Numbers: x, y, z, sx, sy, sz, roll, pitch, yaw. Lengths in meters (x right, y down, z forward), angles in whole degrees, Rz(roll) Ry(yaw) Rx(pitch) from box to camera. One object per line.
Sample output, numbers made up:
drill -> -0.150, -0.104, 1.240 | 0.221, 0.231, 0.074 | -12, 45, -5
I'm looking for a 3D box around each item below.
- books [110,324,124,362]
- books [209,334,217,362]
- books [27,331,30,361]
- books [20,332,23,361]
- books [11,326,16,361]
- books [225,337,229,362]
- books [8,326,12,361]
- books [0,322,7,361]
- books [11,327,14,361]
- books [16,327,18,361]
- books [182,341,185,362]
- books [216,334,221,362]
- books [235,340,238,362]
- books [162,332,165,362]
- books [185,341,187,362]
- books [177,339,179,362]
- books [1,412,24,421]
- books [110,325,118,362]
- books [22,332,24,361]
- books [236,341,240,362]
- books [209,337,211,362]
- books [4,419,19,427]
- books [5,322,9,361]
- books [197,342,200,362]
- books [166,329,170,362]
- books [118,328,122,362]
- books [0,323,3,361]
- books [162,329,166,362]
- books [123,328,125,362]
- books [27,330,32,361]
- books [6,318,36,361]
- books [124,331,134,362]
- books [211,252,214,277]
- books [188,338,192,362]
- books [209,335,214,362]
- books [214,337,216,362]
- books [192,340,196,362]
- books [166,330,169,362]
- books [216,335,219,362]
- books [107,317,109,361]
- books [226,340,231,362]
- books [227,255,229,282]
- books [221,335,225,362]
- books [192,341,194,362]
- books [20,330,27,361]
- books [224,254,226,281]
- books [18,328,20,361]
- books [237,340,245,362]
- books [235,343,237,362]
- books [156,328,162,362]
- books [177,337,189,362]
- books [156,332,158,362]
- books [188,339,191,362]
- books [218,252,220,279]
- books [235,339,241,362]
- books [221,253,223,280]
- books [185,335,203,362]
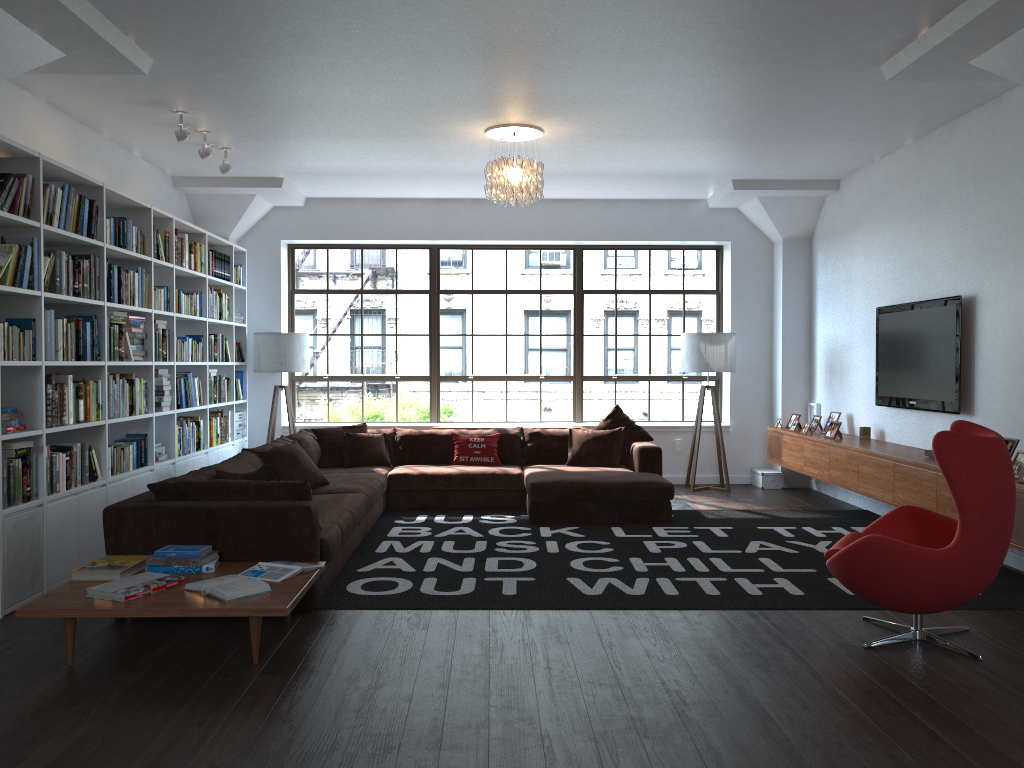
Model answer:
books -> -2.700, -0.277, 5.940 | 0.183, 0.253, 0.042 | 0, 1, -1
books -> -2.747, -0.322, 7.959 | 0.183, 0.253, 0.042 | 0, 1, -1
books -> -2.637, -0.203, 4.740 | 0.106, 0.162, 0.032 | 0, 1, -1
books -> -2.640, -0.197, 4.676 | 0.110, 0.153, 0.019 | 0, 1, -1
books -> -2.654, -0.211, 4.612 | 0.134, 0.184, 0.030 | 0, 1, -1
books -> -2.752, -0.321, 8.289 | 0.174, 0.236, 0.142 | 0, 1, -2
books -> -2.644, -0.207, 4.565 | 0.128, 0.178, 0.022 | 0, 1, -1
books -> -2.648, -0.215, 4.510 | 0.136, 0.196, 0.045 | 0, 1, -1
books -> -2.647, -0.208, 4.586 | 0.128, 0.178, 0.021 | 0, 1, -1
books -> -2.653, -0.209, 4.638 | 0.128, 0.178, 0.022 | 0, 1, -1
books -> -2.701, -0.260, 7.155 | 0.120, 0.167, 0.019 | 0, 1, -1
books -> -2.753, -0.329, 8.112 | 0.180, 0.259, 0.042 | 0, 1, -1
books -> -2.752, -0.320, 8.608 | 0.161, 0.218, 0.101 | 0, 1, -1
books -> -2.703, -0.278, 6.680 | 0.161, 0.223, 0.030 | 0, 1, -1
books -> -2.696, -0.262, 7.204 | 0.107, 0.167, 0.016 | 0, 1, -1
books -> -2.702, -0.263, 7.012 | 0.128, 0.178, 0.021 | 0, 1, -1
books -> -2.693, 0.169, 4.622 | 0.174, 0.032, 0.254 | 0, 1, -6
books -> -2.687, -0.268, 5.828 | 0.174, 0.240, 0.054 | 0, 1, -1
books -> -2.642, -0.198, 4.694 | 0.110, 0.153, 0.018 | 0, 1, -1
books -> -2.762, -0.316, 8.672 | 0.167, 0.210, 0.162 | 0, 1, -1
books -> -2.734, -0.304, 7.804 | 0.161, 0.223, 0.032 | 0, 1, -1
books -> -2.691, 0.201, 4.627 | 0.197, 0.033, 0.284 | -1, 1, -26
books -> -2.650, -0.217, 4.543 | 0.127, 0.200, 0.020 | 0, 1, -1
books -> -2.710, -0.269, 7.521 | 0.120, 0.167, 0.020 | 0, 1, -1
books -> -2.719, -0.295, 6.819 | 0.160, 0.251, 0.036 | 0, 1, -1
books -> -2.684, -0.261, 5.904 | 0.161, 0.223, 0.032 | 0, 1, -1
books -> -2.645, -0.212, 4.469 | 0.139, 0.191, 0.036 | 0, 1, -1
books -> -2.718, -0.292, 6.714 | 0.183, 0.253, 0.039 | 0, 1, -1
books -> -2.698, -0.263, 5.978 | 0.161, 0.223, 0.033 | 0, 1, -1
books -> -2.638, -0.206, 4.764 | 0.107, 0.167, 0.017 | 0, 1, -1
books -> -2.655, -0.239, 4.798 | 0.140, 0.231, 0.042 | 0, 1, -1
books -> -2.691, -0.256, 6.062 | 0.161, 0.207, 0.135 | 0, 1, -2
books -> -2.731, -1.056, 7.867 | 0.161, 0.223, 0.032 | 0, 1, -1
books -> -2.715, -0.279, 7.318 | 0.136, 0.196, 0.045 | 0, 1, -1
books -> -2.735, -0.313, 7.847 | 0.174, 0.240, 0.054 | 0, 1, -1
books -> -2.732, -0.307, 7.923 | 0.161, 0.223, 0.032 | 0, 1, -1
books -> -2.721, -0.276, 7.420 | 0.134, 0.184, 0.030 | 0, 1, -1
books -> -2.716, -0.292, 6.783 | 0.171, 0.246, 0.036 | 0, 1, -1
books -> -2.746, -0.321, 8.033 | 0.171, 0.246, 0.039 | 0, 1, -1
books -> -2.703, -0.287, 5.713 | 0.198, 0.284, 0.049 | 0, 1, -1
books -> -2.745, -0.307, 8.346 | 0.161, 0.207, 0.135 | 0, 1, -2
books -> -2.759, -1.082, 8.334 | 0.183, 0.253, 0.042 | 0, 1, -1
books -> -2.749, -0.328, 8.198 | 0.183, 0.253, 0.042 | 0, 1, -1
books -> -2.711, -0.271, 7.373 | 0.128, 0.178, 0.022 | 0, 1, -1
books -> -2.643, -0.204, 4.713 | 0.120, 0.167, 0.020 | 0, 1, -1
books -> -2.755, -1.080, 8.246 | 0.183, 0.253, 0.042 | 0, 1, -1
books -> -2.645, -0.206, 4.657 | 0.109, 0.171, 0.018 | 0, 1, -1
books -> -2.756, -0.321, 8.763 | 0.182, 0.215, 0.188 | 0, 1, -1
books -> -2.749, -0.321, 8.574 | 0.161, 0.222, 0.084 | 0, 1, -1
books -> -2.705, -0.291, 6.609 | 0.174, 0.251, 0.051 | 0, 1, -1
books -> -2.715, -0.283, 7.237 | 0.140, 0.206, 0.042 | 0, 1, -1
books -> -2.705, -0.275, 6.569 | 0.161, 0.223, 0.030 | 0, 1, -1
books -> -2.711, -0.276, 7.278 | 0.139, 0.191, 0.036 | 0, 1, -1
books -> -2.757, -1.076, 8.072 | 0.183, 0.253, 0.042 | 0, 1, -1
books -> -2.777, -0.325, 8.709 | 0.182, 0.226, 0.173 | 0, 1, -1
books -> -2.753, -1.078, 8.159 | 0.183, 0.253, 0.042 | 0, 1, -1
books -> -2.722, -0.304, 7.606 | 0.140, 0.231, 0.042 | 0, 1, -1
